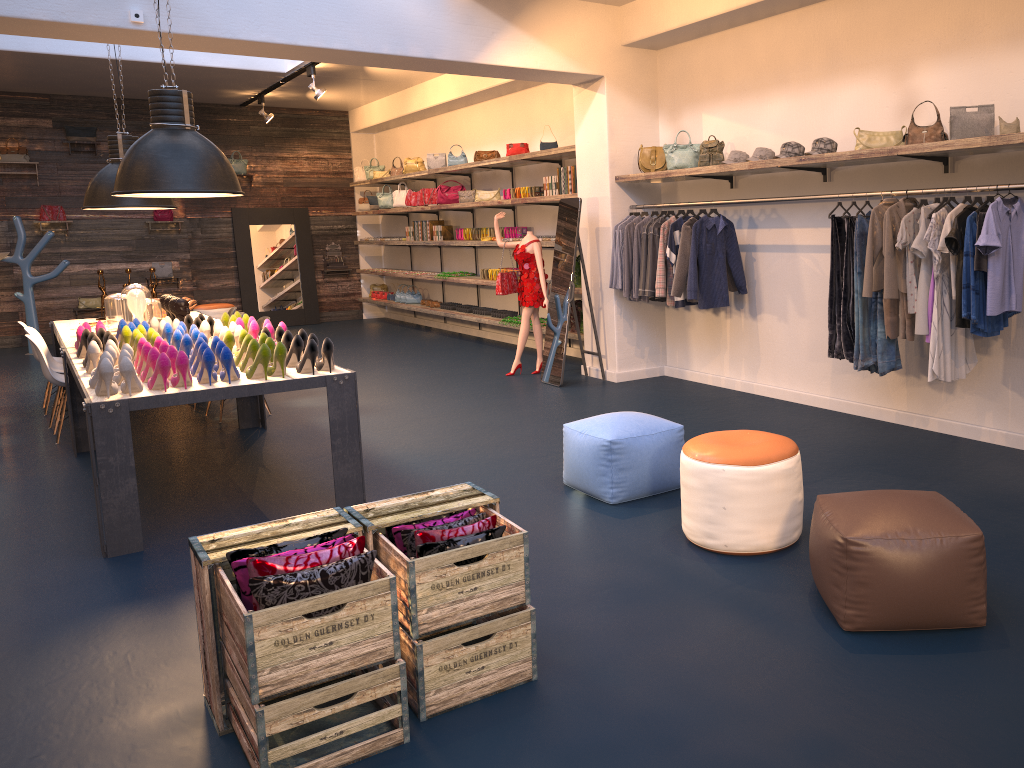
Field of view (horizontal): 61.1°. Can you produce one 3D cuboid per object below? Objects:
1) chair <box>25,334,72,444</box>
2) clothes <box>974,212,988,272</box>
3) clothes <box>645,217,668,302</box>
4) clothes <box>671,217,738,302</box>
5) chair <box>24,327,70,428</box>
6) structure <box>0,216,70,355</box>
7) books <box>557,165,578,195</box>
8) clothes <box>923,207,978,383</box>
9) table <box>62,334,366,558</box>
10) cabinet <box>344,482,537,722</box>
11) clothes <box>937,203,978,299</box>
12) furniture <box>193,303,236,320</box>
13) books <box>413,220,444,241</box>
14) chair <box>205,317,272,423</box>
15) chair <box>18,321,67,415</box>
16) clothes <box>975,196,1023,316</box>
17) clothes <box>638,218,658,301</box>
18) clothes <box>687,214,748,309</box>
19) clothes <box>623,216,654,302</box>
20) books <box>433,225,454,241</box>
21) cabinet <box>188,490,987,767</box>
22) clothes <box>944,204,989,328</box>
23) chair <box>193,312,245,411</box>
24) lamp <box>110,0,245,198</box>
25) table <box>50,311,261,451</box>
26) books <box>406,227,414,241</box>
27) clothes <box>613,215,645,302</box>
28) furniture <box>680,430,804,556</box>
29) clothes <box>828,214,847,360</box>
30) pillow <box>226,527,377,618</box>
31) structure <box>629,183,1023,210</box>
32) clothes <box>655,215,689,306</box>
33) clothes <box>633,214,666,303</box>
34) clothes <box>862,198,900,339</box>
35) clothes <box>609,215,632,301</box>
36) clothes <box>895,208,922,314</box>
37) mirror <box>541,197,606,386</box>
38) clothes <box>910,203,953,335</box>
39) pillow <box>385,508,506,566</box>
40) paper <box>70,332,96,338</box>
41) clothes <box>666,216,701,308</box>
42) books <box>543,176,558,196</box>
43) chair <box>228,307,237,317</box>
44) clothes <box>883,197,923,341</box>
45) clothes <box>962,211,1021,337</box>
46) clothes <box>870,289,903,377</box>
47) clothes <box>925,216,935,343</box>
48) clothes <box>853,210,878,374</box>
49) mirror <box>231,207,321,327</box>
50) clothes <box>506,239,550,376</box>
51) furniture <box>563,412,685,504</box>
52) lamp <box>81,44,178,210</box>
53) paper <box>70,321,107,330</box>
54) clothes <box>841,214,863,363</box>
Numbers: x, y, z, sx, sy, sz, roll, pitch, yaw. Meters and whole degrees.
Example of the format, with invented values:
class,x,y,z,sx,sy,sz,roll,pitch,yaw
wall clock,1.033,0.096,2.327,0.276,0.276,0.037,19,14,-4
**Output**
class,x,y,z,sx,sy,sz,roll,pitch,yaw
chair,-3.307,0.002,6.574,0.589,0.795,0.432,-7,9,-32
clothes,2.876,-0.846,5.202,0.494,0.368,0.128,-8,9,-34
clothes,1.445,-1.115,7.778,0.709,0.749,0.119,-7,8,-31
clothes,1.649,-1.068,7.459,0.761,0.730,0.160,-8,9,-34
chair,-3.612,-0.087,7.109,0.582,0.795,0.438,-6,8,-24
structure,-6.293,-1.294,11.371,0.988,1.795,0.169,-3,7,-8
books,0.733,-2.120,9.029,0.259,0.286,0.593,-7,11,-31
clothes,2.793,-0.559,5.483,0.542,1.101,0.121,-7,8,-34
table,-1.956,0.210,5.397,1.336,0.735,2.358,-7,11,-30
cabinet,-0.229,0.704,2.954,0.509,0.544,0.517,-7,10,-31
clothes,2.818,-0.823,5.369,0.564,0.582,0.072,-7,8,-33
furniture,-4.421,-0.952,12.950,0.625,0.477,0.540,-7,10,-28
books,-1.217,-2.245,12.702,0.259,0.286,0.593,-7,11,-31
chair,-2.275,-0.138,7.221,0.591,0.795,0.429,-8,10,-37
chair,-3.960,-0.172,7.627,0.589,0.795,0.432,-7,9,-32
clothes,2.948,-0.763,5.142,0.594,0.695,0.114,-8,8,-34
clothes,1.400,-1.128,7.857,0.709,0.749,0.119,-7,8,-31
clothes,1.722,-1.037,7.331,0.730,0.791,0.162,-7,8,-33
clothes,1.265,-1.179,8.114,0.574,0.795,0.175,-8,9,-36
books,-0.978,-2.141,12.318,0.196,0.211,0.306,-7,10,-30
cabinet,0.430,0.673,3.042,2.961,0.544,0.708,-5,9,-19
clothes,2.844,-0.723,5.327,0.606,0.746,0.129,-7,8,-31
chair,-2.644,-0.220,7.726,0.589,0.795,0.432,-7,9,-32
lamp,-2.004,-1.924,5.033,0.761,1.635,0.643,-8,9,-39
table,-3.127,-0.128,7.440,1.336,0.735,2.358,-7,11,-30
books,-1.461,-2.264,13.069,0.194,0.208,0.295,-7,10,-29
clothes,1.168,-1.185,8.206,0.586,0.809,0.113,-7,8,-33
furniture,1.094,0.494,4.144,0.625,0.477,0.540,-7,10,-28
clothes,2.343,-0.689,6.228,0.248,1.040,0.137,-7,8,-32
pillow,-0.628,0.620,2.575,0.386,0.346,0.405,-7,10,-31
structure,3.118,-1.103,4.778,0.042,0.038,8.096,-7,11,-29
clothes,1.520,-1.096,7.680,0.730,0.791,0.162,-7,8,-33
clothes,1.339,-1.157,7.984,0.574,0.795,0.175,-8,9,-36
clothes,2.564,-0.773,5.836,0.565,0.940,0.170,-8,9,-36
clothes,1.137,-1.194,8.260,0.586,0.809,0.113,-7,8,-33
clothes,2.677,-0.798,5.617,0.595,0.681,0.108,-7,8,-34
mirror,0.551,-0.896,8.341,0.565,1.753,0.468,-7,8,-31
clothes,2.723,-0.736,5.552,0.552,0.825,0.131,-7,8,-30
pillow,-0.245,0.582,2.936,0.334,0.317,0.426,-7,10,-30
paper,-3.173,-0.424,6.983,0.325,0.014,0.746,1,10,12
clothes,1.568,-1.072,7.592,0.611,0.789,0.115,-7,8,-31
books,0.489,-2.140,9.396,0.194,0.208,0.295,-7,10,-29
chair,-2.892,-0.316,8.295,0.587,0.795,0.433,-7,9,-30
clothes,2.611,-0.758,5.745,0.565,0.940,0.170,-8,9,-36
clothes,2.904,-0.665,5.254,0.529,0.764,0.116,-7,8,-34
clothes,2.543,-0.625,5.973,0.221,1.128,0.219,-5,7,-24
clothes,2.756,-0.639,5.521,0.357,0.870,0.086,-7,8,-31
clothes,2.441,-0.624,5.982,0.144,1.128,0.251,3,9,40
mirror,-3.800,-1.883,14.026,1.251,1.904,0.248,-7,8,-33
clothes,0.186,-0.780,8.840,0.501,1.375,0.320,-9,10,-44
furniture,0.643,0.382,4.991,0.702,0.420,0.600,-8,11,-32
lamp,-3.254,-2.283,7.209,0.694,1.635,0.711,-2,7,5
paper,-3.593,-0.512,7.532,0.355,0.014,0.683,-5,11,-20
clothes,2.428,-0.666,6.113,0.248,1.040,0.137,-7,8,-32
